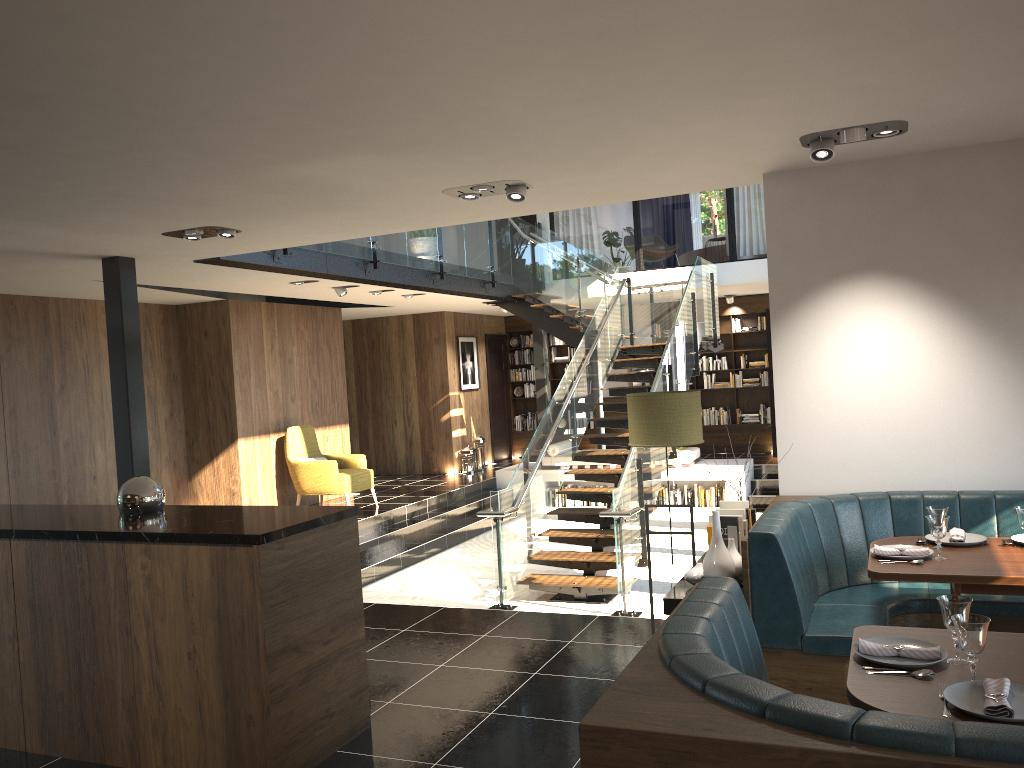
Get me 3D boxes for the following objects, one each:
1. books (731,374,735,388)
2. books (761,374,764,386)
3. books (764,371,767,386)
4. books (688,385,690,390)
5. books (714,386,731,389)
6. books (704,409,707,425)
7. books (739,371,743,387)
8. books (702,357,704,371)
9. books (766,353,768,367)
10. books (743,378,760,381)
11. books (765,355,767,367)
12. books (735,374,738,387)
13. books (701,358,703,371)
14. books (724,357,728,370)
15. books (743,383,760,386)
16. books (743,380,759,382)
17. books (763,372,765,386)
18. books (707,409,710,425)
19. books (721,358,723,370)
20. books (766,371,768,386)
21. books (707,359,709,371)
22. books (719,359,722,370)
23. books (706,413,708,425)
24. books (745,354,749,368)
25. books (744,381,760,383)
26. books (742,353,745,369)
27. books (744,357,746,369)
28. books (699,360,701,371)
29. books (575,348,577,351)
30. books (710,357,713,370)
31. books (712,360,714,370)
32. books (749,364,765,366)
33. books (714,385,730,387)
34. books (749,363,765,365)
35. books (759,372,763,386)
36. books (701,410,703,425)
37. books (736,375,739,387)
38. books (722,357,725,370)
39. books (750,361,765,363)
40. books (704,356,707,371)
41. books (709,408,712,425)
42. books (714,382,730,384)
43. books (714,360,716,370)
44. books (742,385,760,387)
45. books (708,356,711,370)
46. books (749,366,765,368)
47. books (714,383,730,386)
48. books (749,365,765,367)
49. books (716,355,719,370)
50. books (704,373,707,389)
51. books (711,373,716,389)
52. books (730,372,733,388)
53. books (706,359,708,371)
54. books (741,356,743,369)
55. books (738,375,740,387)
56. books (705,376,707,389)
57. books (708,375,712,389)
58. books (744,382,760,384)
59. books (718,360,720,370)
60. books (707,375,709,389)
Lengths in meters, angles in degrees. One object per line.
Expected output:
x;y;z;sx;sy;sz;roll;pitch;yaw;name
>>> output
3.830;-0.056;15.316;0.037;0.232;0.231;-3;1;23;books
4.277;-0.071;15.104;0.025;0.212;0.167;-3;1;23;books
4.315;-0.092;15.072;0.026;0.251;0.178;-3;1;23;books
3.126;0.007;15.668;0.022;0.185;0.127;-3;1;23;books
3.654;0.057;15.384;0.274;0.025;0.156;-3;1;20;books
3.386;0.580;15.499;0.030;0.276;0.160;-3;1;23;books
3.944;-0.085;15.239;0.031;0.277;0.168;-3;1;23;books
3.360;-0.351;15.489;0.027;0.239;0.153;-3;1;23;books
4.354;-0.404;15.087;0.028;0.240;0.187;-3;1;23;books
4.103;-0.079;15.189;0.272;0.022;0.156;-3;1;22;books
4.333;-0.393;15.106;0.026;0.219;0.156;-3;1;23;books
3.876;-0.060;15.291;0.025;0.232;0.156;-3;1;23;books
3.332;-0.344;15.492;0.027;0.228;0.208;-3;1;23;books
3.710;-0.361;15.356;0.046;0.219;0.145;-3;1;23;books
4.107;0.007;15.188;0.274;0.022;0.156;-3;1;20;books
4.101;-0.058;15.183;0.260;0.021;0.167;-3;1;21;books
4.301;-0.090;15.102;0.023;0.246;0.147;-3;1;23;books
3.446;0.574;15.497;0.031;0.280;0.141;-3;1;23;books
3.660;-0.353;15.397;0.030;0.208;0.119;-3;1;23;books
4.346;-0.092;15.084;0.022;0.247;0.132;-3;1;23;books
3.436;-0.339;15.471;0.021;0.206;0.147;-3;1;23;books
3.625;-0.340;15.383;0.024;0.187;0.148;-3;1;23;books
3.418;0.609;15.500;0.025;0.214;0.170;-3;1;23;books
4.042;-0.389;15.251;0.025;0.243;0.119;-3;1;23;books
4.103;-0.037;15.185;0.268;0.022;0.156;-3;1;19;books
3.989;-0.395;15.257;0.023;0.261;0.146;-3;1;23;books
4.007;-0.364;15.233;0.026;0.196;0.147;-3;1;23;books
3.313;-0.328;15.510;0.024;0.198;0.174;-3;1;23;books
1.227;-0.560;16.418;0.035;0.251;0.196;-3;1;23;books
3.476;-0.353;15.426;0.028;0.231;0.167;-3;1;23;books
3.509;-0.328;15.436;0.021;0.176;0.161;-3;1;23;books
4.202;-0.329;15.172;0.259;0.020;0.167;-3;1;22;books
3.651;0.032;15.381;0.275;0.025;0.156;-3;1;19;books
4.200;-0.349;15.170;0.260;0.020;0.167;-3;1;21;books
4.246;-0.085;15.105;0.030;0.244;0.176;-3;1;23;books
3.339;0.589;15.528;0.030;0.262;0.173;-3;1;23;books
3.897;-0.051;15.269;0.029;0.214;0.149;-3;1;23;books
3.677;-0.359;15.368;0.024;0.220;0.148;-3;1;23;books
4.205;-0.370;15.183;0.246;0.021;0.148;-3;1;23;books
3.382;-0.362;15.473;0.028;0.258;0.208;-3;1;23;books
3.474;0.564;15.483;0.032;0.298;0.169;-3;1;23;books
3.649;-0.017;15.382;0.274;0.025;0.156;-3;1;27;books
3.541;-0.327;15.425;0.047;0.171;0.167;-3;1;23;books
4.103;0.032;15.177;0.288;0.026;0.175;-3;1;27;books
3.453;-0.359;15.448;0.030;0.244;0.142;-3;1;23;books
4.206;-0.288;15.176;0.266;0.021;0.156;-3;1;21;books
3.649;0.008;15.378;0.261;0.024;0.167;-3;1;20;books
4.205;-0.309;15.177;0.272;0.021;0.156;-3;1;22;books
3.571;-0.376;15.400;0.032;0.265;0.149;-3;1;23;books
3.384;-0.057;15.490;0.030;0.284;0.176;-3;1;23;books
3.513;-0.053;15.438;0.067;0.261;0.159;-3;1;23;books
3.797;-0.069;15.318;0.026;0.263;0.156;-3;1;23;books
3.416;-0.336;15.482;0.026;0.201;0.146;-3;1;23;books
3.970;-0.373;15.269;0.024;0.219;0.174;-3;1;23;books
3.915;-0.050;15.241;0.026;0.210;0.184;-3;1;23;books
3.397;-0.025;15.447;0.023;0.218;0.195;-3;1;23;books
3.454;-0.041;15.430;0.036;0.244;0.194;-3;1;23;books
4.109;-0.015;15.196;0.247;0.022;0.148;-3;1;24;books
3.598;-0.334;15.384;0.027;0.179;0.163;-3;1;23;books
3.433;-0.040;15.466;0.030;0.245;0.166;-3;1;23;books
